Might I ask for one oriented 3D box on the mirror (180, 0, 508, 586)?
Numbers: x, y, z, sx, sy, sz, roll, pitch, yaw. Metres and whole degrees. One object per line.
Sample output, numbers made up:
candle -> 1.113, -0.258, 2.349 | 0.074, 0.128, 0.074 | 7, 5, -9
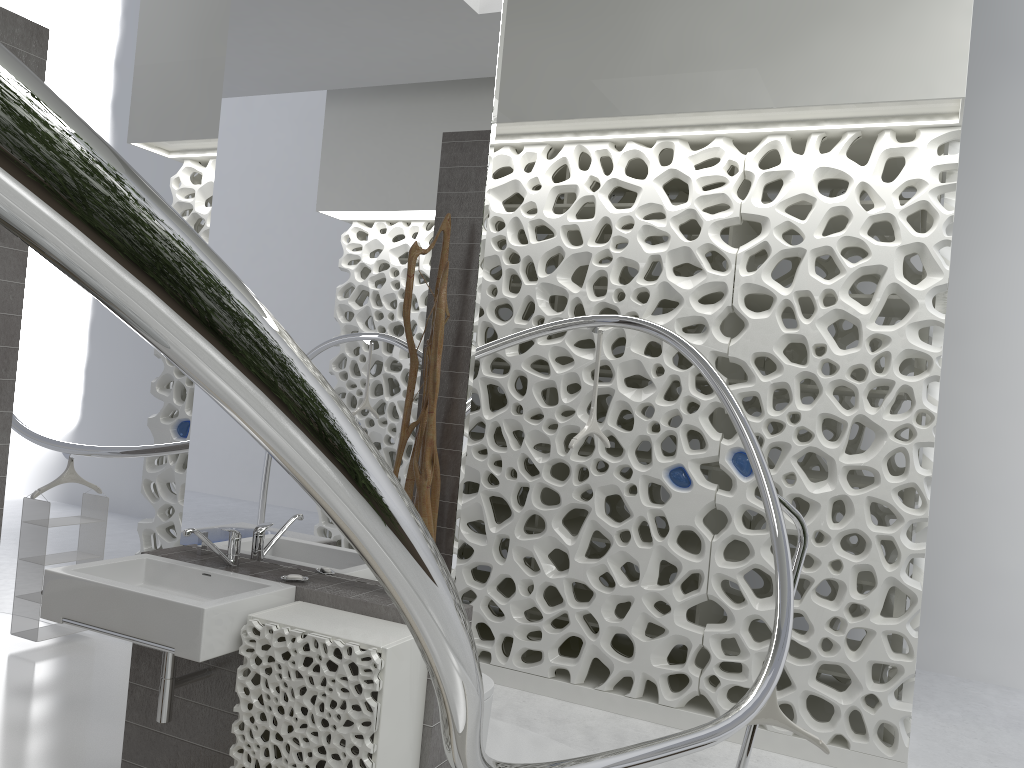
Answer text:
mirror -> -0.593, -0.371, 2.950 | 1.100, 1.980, 0.030 | 5, -1, 25

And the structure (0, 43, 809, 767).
structure -> -2.019, 0.469, 2.424 | 5.250, 2.080, 5.433 | 5, -1, 20

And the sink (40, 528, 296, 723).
sink -> -1.045, 0.751, 2.778 | 0.650, 0.598, 0.478 | 5, -1, 25

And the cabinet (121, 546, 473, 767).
cabinet -> -0.794, 1.039, 2.775 | 1.200, 0.870, 0.461 | 5, -1, 25
